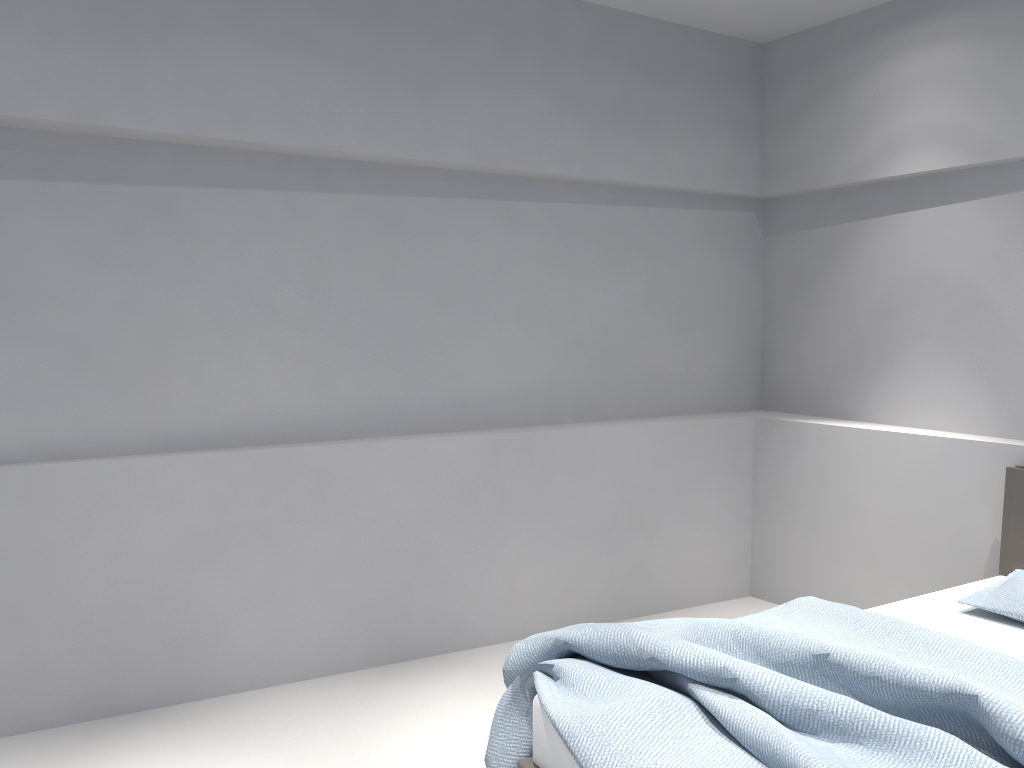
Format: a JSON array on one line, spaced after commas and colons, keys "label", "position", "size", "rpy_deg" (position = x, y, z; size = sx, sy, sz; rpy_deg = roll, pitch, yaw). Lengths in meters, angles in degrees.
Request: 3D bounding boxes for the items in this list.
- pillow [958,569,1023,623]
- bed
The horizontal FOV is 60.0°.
[{"label": "pillow", "position": [1.832, 0.679, 2.715], "size": [0.417, 0.173, 0.746], "rpy_deg": [-3, 5, -36]}, {"label": "bed", "position": [1.182, 0.757, 2.410], "size": [2.319, 0.752, 1.411], "rpy_deg": [-2, 5, -31]}]
